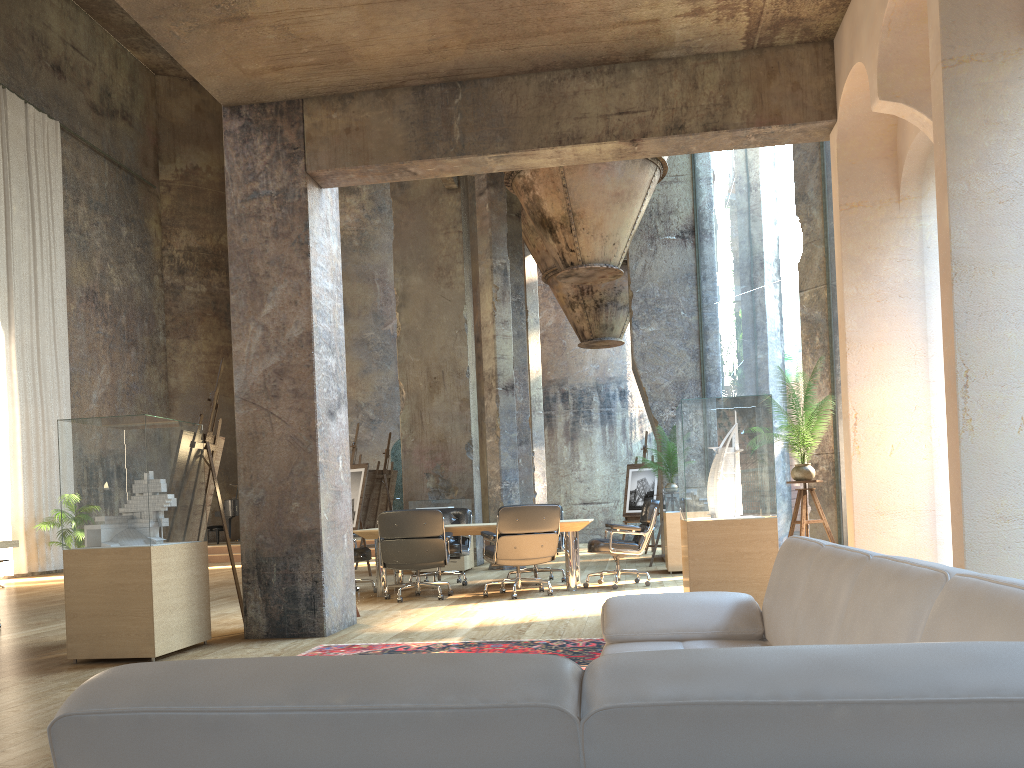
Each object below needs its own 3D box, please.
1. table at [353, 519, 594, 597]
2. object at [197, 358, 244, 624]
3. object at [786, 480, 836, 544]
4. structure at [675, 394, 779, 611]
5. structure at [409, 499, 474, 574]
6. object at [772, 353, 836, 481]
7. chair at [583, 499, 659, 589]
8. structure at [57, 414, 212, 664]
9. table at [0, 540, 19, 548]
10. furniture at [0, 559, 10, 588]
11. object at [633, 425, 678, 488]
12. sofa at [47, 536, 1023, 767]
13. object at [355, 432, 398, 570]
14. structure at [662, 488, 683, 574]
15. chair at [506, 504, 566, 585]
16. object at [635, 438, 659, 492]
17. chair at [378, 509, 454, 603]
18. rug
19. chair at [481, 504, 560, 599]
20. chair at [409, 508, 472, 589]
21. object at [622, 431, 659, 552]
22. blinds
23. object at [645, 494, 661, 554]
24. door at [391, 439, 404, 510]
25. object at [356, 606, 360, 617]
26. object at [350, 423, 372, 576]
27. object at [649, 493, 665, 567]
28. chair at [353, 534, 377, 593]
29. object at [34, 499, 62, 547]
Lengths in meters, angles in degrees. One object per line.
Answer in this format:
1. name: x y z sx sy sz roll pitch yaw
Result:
1. table: -0.345 1.841 9.337 2.412 0.697 1.111 -3 -6 8
2. object: -2.404 0.875 6.751 0.685 2.139 0.703 -3 -1 6
3. object: 2.163 1.221 6.645 0.657 0.968 0.574 -1 -3 -28
4. structure: 1.518 0.906 6.253 0.595 1.541 0.745 -3 -2 7
5. structure: -0.982 2.141 12.393 0.744 1.010 0.739 -3 -3 7
6. object: 2.183 0.271 6.648 0.687 0.935 0.865 -2 -4 -2
7. chair: 1.126 1.655 9.137 0.821 0.889 0.734 -3 -3 2
8. structure: -2.490 1.027 5.863 0.595 1.541 0.745 -3 -2 7
9. table: -5.900 1.378 4.517 1.602 0.754 7.766 -3 -8 7
10. furniture: -7.964 2.515 12.268 0.709 0.837 1.884 -3 -7 7
11. object: 2.037 0.995 11.763 0.860 0.936 0.691 -3 -3 10
12. sofa: 0.059 0.799 2.108 2.066 0.718 2.948 -3 -8 7
13. object: -2.044 1.839 13.736 0.687 2.139 0.701 -3 -1 33
14. structure: 2.227 1.756 10.639 0.735 1.010 0.747 -3 -3 7
15. chair: 0.259 1.817 10.024 0.730 0.888 0.826 -3 -4 8
16. object: 2.383 1.321 14.199 0.690 0.936 0.861 -4 -4 28
17. chair: -0.941 1.682 8.690 0.729 0.888 0.826 -3 -4 1
18. rug: -0.152 1.574 5.038 2.464 0.009 1.355 -4 -8 8
19. chair: 0.064 1.624 8.586 0.729 0.889 0.827 -1 -4 -19
20. chair: -0.846 1.886 10.173 0.731 0.889 0.825 -3 -4 14
21. object: 2.309 1.874 15.347 0.704 2.139 0.684 -3 -1 36
22. blinds: -9.090 -1.278 13.176 0.275 8.607 7.869 -3 -4 8
23. object: 2.477 2.260 14.162 0.658 0.969 0.573 -3 -2 2
24. door: -2.505 2.410 20.785 0.901 2.288 0.092 -2 -1 -34
25. object: -1.585 1.344 7.449 0.571 1.292 0.660 -3 -2 8
26. object: -2.190 1.580 11.848 0.704 2.139 0.683 -3 -1 39
27. object: 2.222 1.921 11.659 0.574 0.968 0.658 -5 -3 44
28. chair: -1.887 1.845 9.555 0.821 0.889 0.734 -3 -3 4
29. object: -7.864 2.704 15.814 1.091 1.451 1.136 -2 -3 -2
